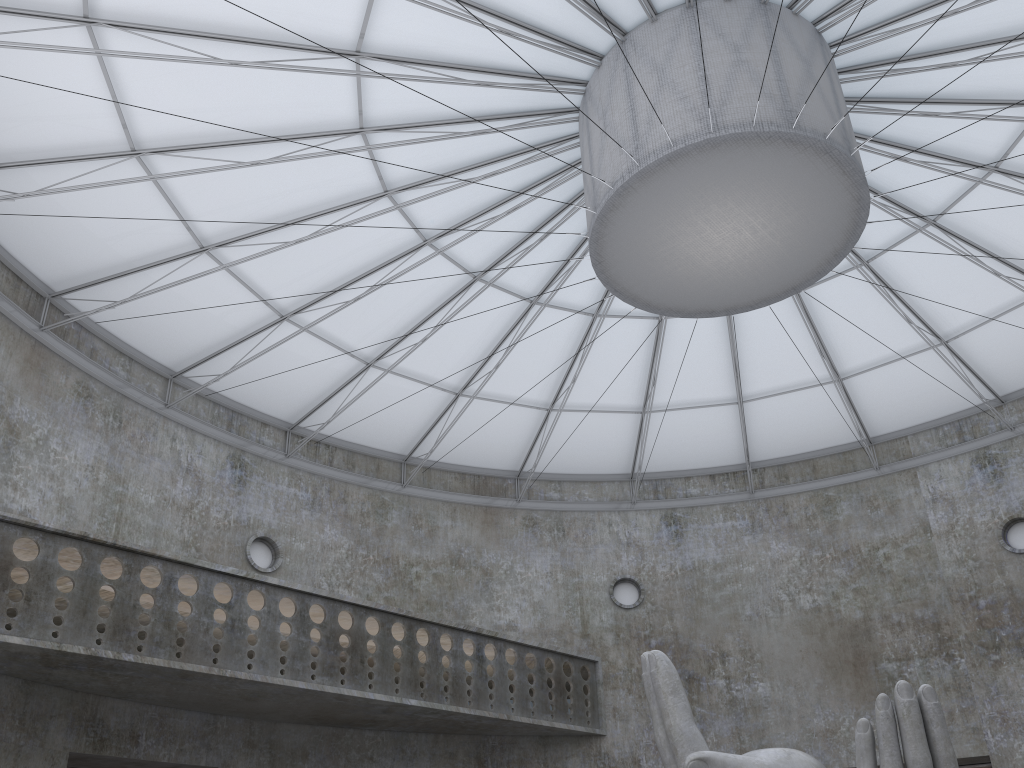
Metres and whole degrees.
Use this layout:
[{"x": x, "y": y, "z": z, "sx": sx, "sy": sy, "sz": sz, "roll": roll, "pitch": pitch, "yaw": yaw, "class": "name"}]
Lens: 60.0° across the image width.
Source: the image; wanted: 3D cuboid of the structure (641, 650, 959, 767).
[{"x": 7.212, "y": 6.453, "z": 14.648, "sx": 10.714, "sy": 5.575, "sz": 16.015, "roll": -3, "pitch": -30, "yaw": 1, "class": "structure"}]
